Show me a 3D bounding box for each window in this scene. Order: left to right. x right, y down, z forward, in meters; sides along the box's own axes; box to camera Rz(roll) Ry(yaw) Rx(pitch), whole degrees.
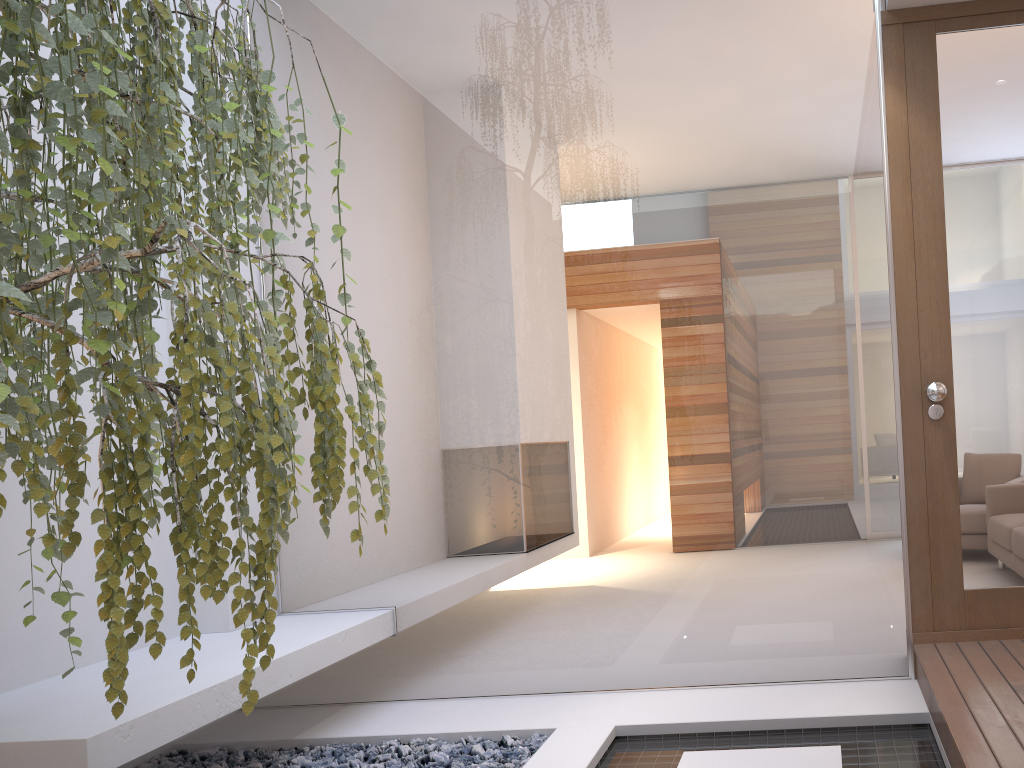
[{"bbox_3d":[0.137,-0.342,3.404,2.757,3.257,0.051,-4,0,5],"label":"window"}]

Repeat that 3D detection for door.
[{"bbox_3d":[2.022,-0.253,3.196,0.915,2.365,0.114,-4,0,5],"label":"door"}]

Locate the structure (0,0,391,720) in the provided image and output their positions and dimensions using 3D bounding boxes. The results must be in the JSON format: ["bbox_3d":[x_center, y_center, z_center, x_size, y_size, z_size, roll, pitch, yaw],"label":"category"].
[{"bbox_3d":[-1.252,-0.761,1.174,1.732,3.992,2.483,-4,-1,11],"label":"structure"}]
